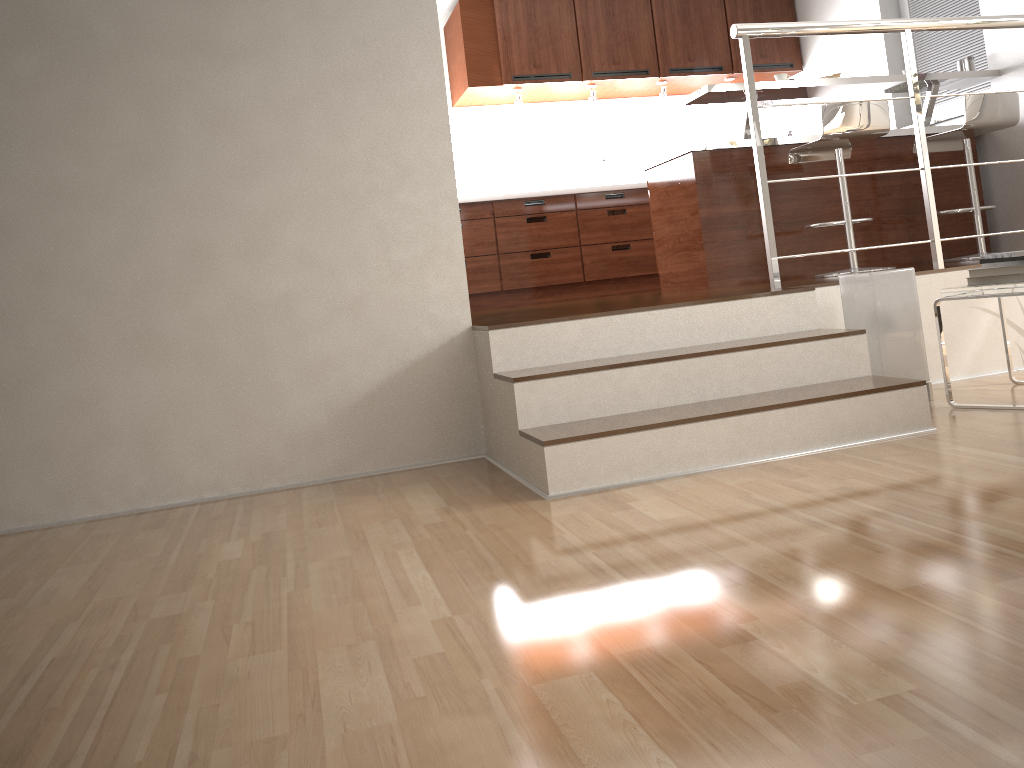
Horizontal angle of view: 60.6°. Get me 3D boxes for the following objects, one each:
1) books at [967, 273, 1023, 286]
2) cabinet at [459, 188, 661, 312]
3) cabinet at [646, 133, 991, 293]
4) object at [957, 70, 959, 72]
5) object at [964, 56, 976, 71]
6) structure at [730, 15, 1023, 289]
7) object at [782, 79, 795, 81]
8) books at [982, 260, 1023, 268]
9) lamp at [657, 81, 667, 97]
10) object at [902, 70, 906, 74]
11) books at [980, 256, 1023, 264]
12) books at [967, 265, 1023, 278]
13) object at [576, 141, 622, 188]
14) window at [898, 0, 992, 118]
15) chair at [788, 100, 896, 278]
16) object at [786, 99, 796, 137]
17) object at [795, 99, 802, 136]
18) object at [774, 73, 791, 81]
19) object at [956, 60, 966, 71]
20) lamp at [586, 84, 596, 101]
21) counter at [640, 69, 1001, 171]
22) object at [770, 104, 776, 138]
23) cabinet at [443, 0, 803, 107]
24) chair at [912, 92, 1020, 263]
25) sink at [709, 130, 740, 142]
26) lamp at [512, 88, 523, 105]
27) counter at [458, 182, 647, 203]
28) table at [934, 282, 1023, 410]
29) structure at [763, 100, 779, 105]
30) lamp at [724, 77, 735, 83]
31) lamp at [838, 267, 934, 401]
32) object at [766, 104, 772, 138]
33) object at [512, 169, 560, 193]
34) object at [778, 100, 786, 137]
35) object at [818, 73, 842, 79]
[{"bbox_3d":[1.712,-0.359,2.913,0.229,0.027,0.285,-10,7,-35],"label":"books"},{"bbox_3d":[0.680,-1.073,6.687,3.517,0.804,0.677,-8,1,-15],"label":"cabinet"},{"bbox_3d":[1.823,-1.030,5.256,1.855,0.755,0.630,-8,1,-15],"label":"cabinet"},{"bbox_3d":[2.660,-1.840,5.189,0.051,0.045,0.051,-5,2,33],"label":"object"},{"bbox_3d":[2.714,-1.879,5.187,0.053,0.112,0.052,-5,-2,-31],"label":"object"},{"bbox_3d":[2.042,-1.046,3.714,2.333,1.058,0.056,-8,-3,-15],"label":"structure"},{"bbox_3d":[1.464,-1.645,4.789,0.130,0.008,0.140,-8,6,-12],"label":"object"},{"bbox_3d":[1.706,-0.407,2.916,0.215,0.014,0.153,-1,8,45],"label":"books"},{"bbox_3d":[1.161,-2.268,6.747,0.079,0.125,0.080,-7,-1,25],"label":"lamp"},{"bbox_3d":[2.294,-1.788,5.048,0.079,0.046,0.067,-5,3,22],"label":"object"},{"bbox_3d":[1.705,-0.422,2.917,0.153,0.014,0.215,-10,7,-34],"label":"books"},{"bbox_3d":[1.708,-0.387,2.915,0.285,0.027,0.229,-1,8,45],"label":"books"},{"bbox_3d":[0.706,-1.708,6.926,0.331,0.407,0.162,-7,-2,-15],"label":"object"},{"bbox_3d":[2.804,-2.346,5.630,0.143,1.273,0.837,-6,-1,-14],"label":"window"},{"bbox_3d":[1.704,-0.984,4.475,0.389,0.852,0.422,-6,-1,-10],"label":"chair"},{"bbox_3d":[2.255,-2.154,7.088,0.043,0.367,0.090,-6,-3,-15],"label":"object"},{"bbox_3d":[2.265,-2.133,6.963,0.024,0.384,0.070,-6,-3,-14],"label":"object"},{"bbox_3d":[1.478,-1.670,4.790,0.078,0.046,0.068,-4,4,30],"label":"object"},{"bbox_3d":[2.693,-1.881,5.241,0.053,0.110,0.052,-5,-2,-31],"label":"object"},{"bbox_3d":[0.603,-2.189,6.598,0.079,0.125,0.080,-7,-1,25],"label":"lamp"},{"bbox_3d":[1.888,-1.575,5.245,2.111,0.319,0.837,-8,5,-15],"label":"counter"},{"bbox_3d":[2.184,-2.162,7.308,0.008,0.379,0.033,-6,-3,-14],"label":"object"},{"bbox_3d":[0.884,-2.633,6.888,2.729,0.640,0.648,-8,2,-15],"label":"cabinet"},{"bbox_3d":[2.469,-1.091,4.680,0.389,0.852,0.422,-6,-2,-19],"label":"chair"},{"bbox_3d":[1.928,-1.779,7.081,0.674,0.582,0.598,-7,2,-14],"label":"sink"},{"bbox_3d":[0.045,-2.111,6.448,0.079,0.125,0.080,-7,-1,25],"label":"lamp"},{"bbox_3d":[-0.036,-1.360,6.529,2.111,0.040,0.679,-8,6,-15],"label":"counter"},{"bbox_3d":[1.805,-0.160,2.965,0.555,0.402,0.460,-9,3,-39],"label":"table"},{"bbox_3d":[2.224,-2.349,7.186,0.049,0.034,0.596,-7,6,-14],"label":"structure"},{"bbox_3d":[1.718,-2.346,6.896,0.079,0.125,0.080,-7,-1,25],"label":"lamp"},{"bbox_3d":[1.365,-0.175,3.205,0.193,0.483,0.197,-6,-2,-14],"label":"lamp"},{"bbox_3d":[2.155,-2.163,7.371,0.033,0.384,0.064,-6,-3,-14],"label":"object"},{"bbox_3d":[0.189,-1.558,6.828,0.371,0.242,0.155,-7,0,-14],"label":"object"},{"bbox_3d":[2.208,-2.152,7.191,0.020,0.380,0.105,-6,-3,-14],"label":"object"},{"bbox_3d":[1.823,-1.730,4.976,0.140,0.042,0.129,-8,5,-13],"label":"object"}]
